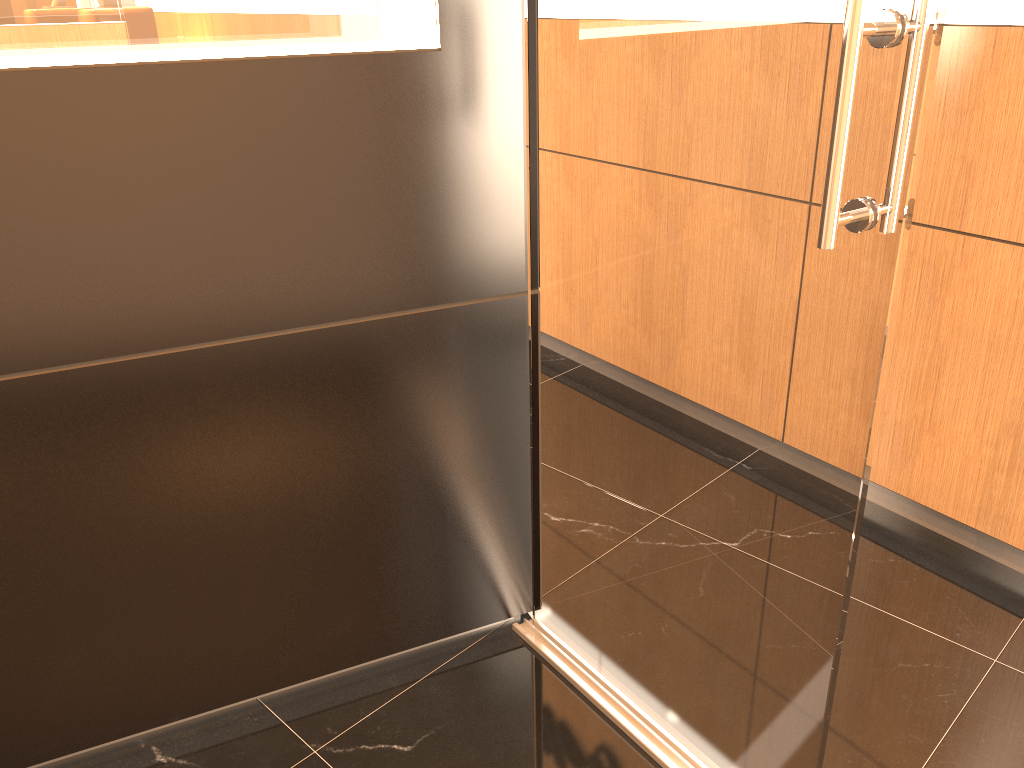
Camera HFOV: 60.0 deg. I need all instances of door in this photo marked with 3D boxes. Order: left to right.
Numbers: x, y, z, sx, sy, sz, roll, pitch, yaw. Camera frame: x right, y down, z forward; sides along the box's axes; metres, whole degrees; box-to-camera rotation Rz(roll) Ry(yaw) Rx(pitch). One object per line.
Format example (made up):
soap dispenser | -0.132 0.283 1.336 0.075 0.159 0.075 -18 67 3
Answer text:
door | 0.771 -0.467 0.784 0.098 3.285 2.473 -17 28 -31
